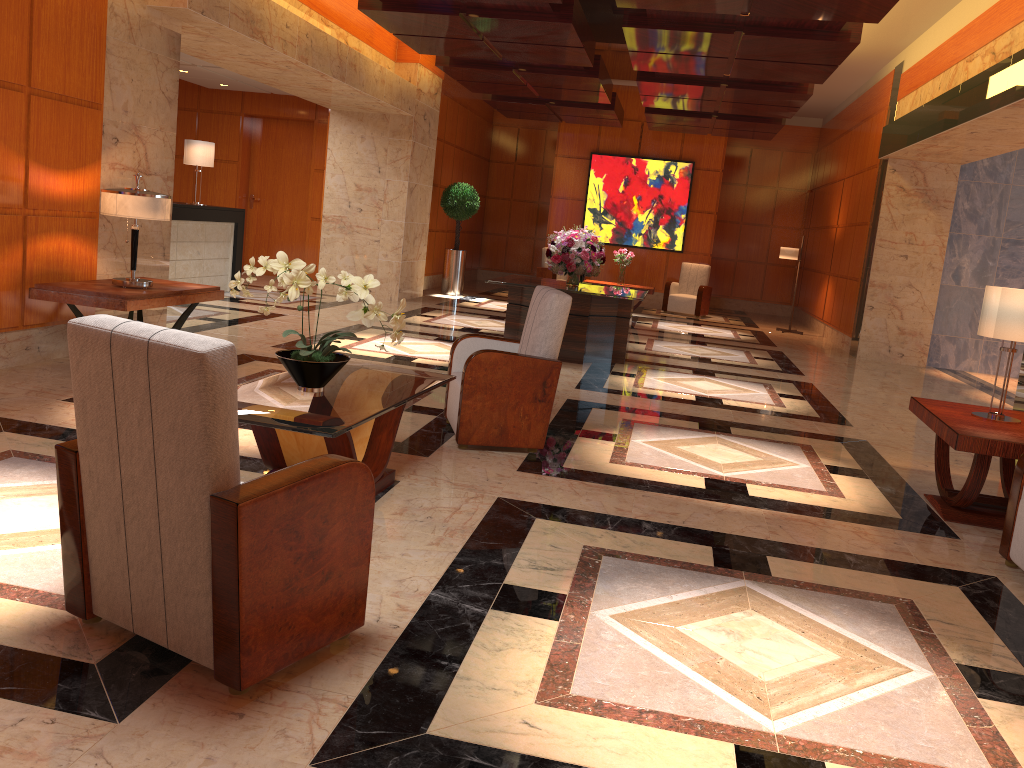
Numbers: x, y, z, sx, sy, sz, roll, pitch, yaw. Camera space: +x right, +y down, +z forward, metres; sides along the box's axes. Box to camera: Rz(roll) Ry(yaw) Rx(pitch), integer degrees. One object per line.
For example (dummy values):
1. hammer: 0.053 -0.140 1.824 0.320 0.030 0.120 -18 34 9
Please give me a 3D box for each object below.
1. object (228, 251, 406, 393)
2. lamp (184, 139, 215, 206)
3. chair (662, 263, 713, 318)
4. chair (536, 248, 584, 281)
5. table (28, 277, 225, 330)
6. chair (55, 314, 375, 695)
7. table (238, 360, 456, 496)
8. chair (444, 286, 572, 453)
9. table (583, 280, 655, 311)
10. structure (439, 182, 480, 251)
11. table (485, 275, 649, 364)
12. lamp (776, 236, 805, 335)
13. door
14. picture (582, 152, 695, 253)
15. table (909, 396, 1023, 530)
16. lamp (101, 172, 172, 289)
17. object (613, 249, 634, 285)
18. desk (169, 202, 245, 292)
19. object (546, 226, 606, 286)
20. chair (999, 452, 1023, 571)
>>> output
1. object: -0.871 -0.271 3.967 0.787 0.614 0.420 4 9 -13
2. lamp: -4.128 -2.774 11.657 0.374 0.815 0.373 12 10 34
3. chair: 3.293 -1.767 16.507 0.740 0.955 0.630 11 10 28
4. chair: 0.913 -2.094 16.911 0.737 0.955 0.632 1 10 -31
5. table: -2.768 -0.419 6.476 0.726 0.603 1.277 8 10 10
6. chair: -0.879 0.288 2.621 0.740 0.955 0.630 11 10 28
7. table: -0.853 0.263 4.150 0.723 0.493 1.567 8 10 12
8. chair: -0.042 -0.138 5.482 0.628 0.955 0.742 4 9 -11
9. table: 1.752 -1.392 14.749 1.168 0.531 0.728 8 10 9
10. structure: -0.953 -2.676 15.480 0.721 1.703 0.726 4 9 -12
11. table: 0.614 -0.703 9.652 1.601 0.740 1.608 8 10 9
12. lamp: 4.756 -1.699 15.071 0.526 1.652 0.362 6 8 0
13. door: -3.992 -3.170 15.127 1.287 2.682 0.342 8 8 10
14. picture: 2.411 -3.506 17.120 1.998 1.727 0.057 8 8 10
15. table: 2.673 0.476 4.924 0.725 0.531 1.173 8 10 12
16. lamp: -2.650 -1.082 6.234 0.459 0.805 0.460 9 9 19
17. object: 1.831 -1.949 14.697 0.351 0.592 0.327 11 10 29
18. desk: -4.461 -1.687 10.951 0.942 1.134 2.941 8 10 9
19. object: 0.686 -1.388 9.537 0.650 0.655 0.684 6 9 1
20. chair: 2.580 0.460 3.719 0.629 0.955 0.741 7 9 8
